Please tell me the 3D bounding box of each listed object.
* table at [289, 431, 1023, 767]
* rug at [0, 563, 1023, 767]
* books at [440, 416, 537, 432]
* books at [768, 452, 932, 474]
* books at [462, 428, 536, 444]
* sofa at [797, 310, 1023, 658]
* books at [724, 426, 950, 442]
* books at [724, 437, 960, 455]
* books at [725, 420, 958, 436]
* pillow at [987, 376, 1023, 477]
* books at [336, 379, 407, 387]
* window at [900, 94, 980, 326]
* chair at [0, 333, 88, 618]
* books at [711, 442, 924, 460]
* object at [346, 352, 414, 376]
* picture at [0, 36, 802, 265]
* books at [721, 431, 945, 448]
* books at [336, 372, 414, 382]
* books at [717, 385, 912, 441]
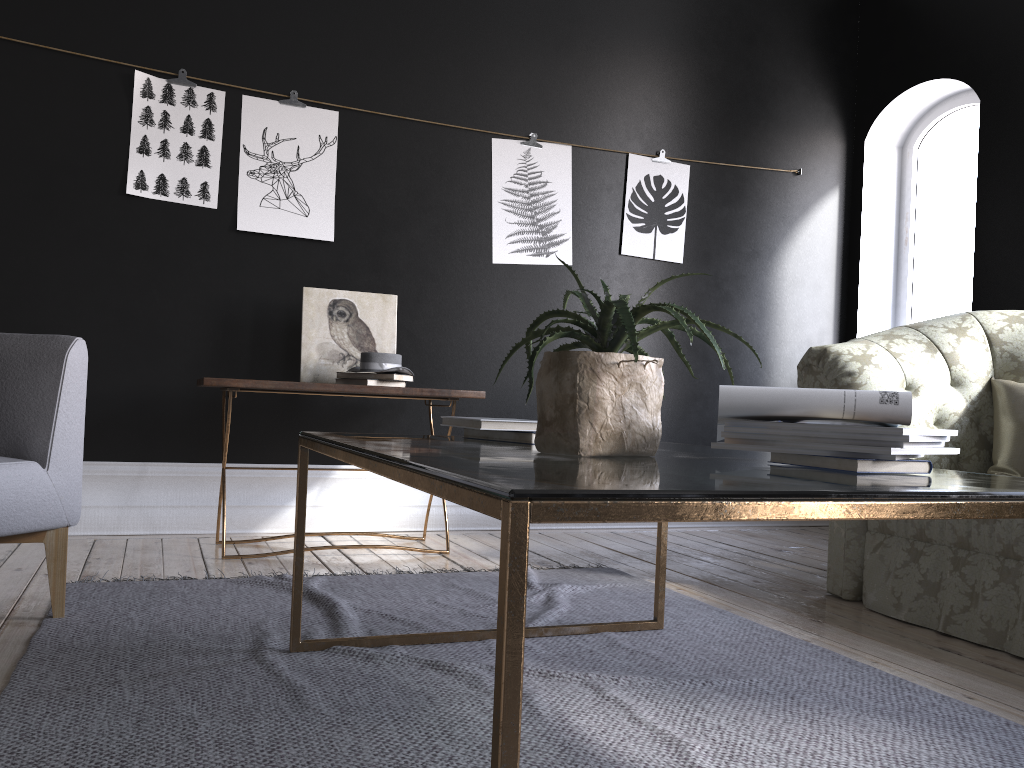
[{"bbox_3d":[0.221,0.421,1.793,1.093,0.558,1.449,3,-1,-22],"label":"table"},{"bbox_3d":[0.088,0.679,1.691,2.106,0.050,3.644,3,-2,-21],"label":"rug"},{"bbox_3d":[-0.028,0.100,2.217,0.220,0.024,0.307,3,-2,-22],"label":"books"},{"bbox_3d":[0.597,0.139,1.585,0.162,0.023,0.231,3,-2,-21],"label":"books"},{"bbox_3d":[0.033,0.130,2.238,0.193,0.030,0.289,4,-2,-38],"label":"books"},{"bbox_3d":[2.307,0.260,2.505,1.606,1.160,2.813,3,-1,-21],"label":"sofa"},{"bbox_3d":[0.587,0.090,1.603,0.318,0.011,0.253,1,-2,40],"label":"books"},{"bbox_3d":[0.593,0.111,1.608,0.253,0.011,0.318,4,-2,-40],"label":"books"},{"bbox_3d":[0.589,0.079,1.595,0.318,0.011,0.253,1,-2,45],"label":"books"},{"bbox_3d":[2.065,0.172,2.927,0.529,0.416,1.105,3,-1,-22],"label":"pillow"},{"bbox_3d":[-0.627,-0.003,3.916,0.203,0.029,0.268,4,-2,-42],"label":"books"},{"bbox_3d":[2.643,-0.951,5.234,0.112,1.456,0.740,3,-1,-22],"label":"window"},{"bbox_3d":[-1.705,0.206,2.284,0.770,0.862,0.819,2,-1,19],"label":"chair"},{"bbox_3d":[0.568,0.122,1.644,0.318,0.011,0.253,1,-2,35],"label":"books"},{"bbox_3d":[-0.573,-0.089,3.877,0.258,0.087,0.328,2,-2,34],"label":"object"},{"bbox_3d":[-0.324,-1.034,4.560,4.458,0.771,0.058,3,-1,-22],"label":"picture"},{"bbox_3d":[0.586,0.101,1.622,0.318,0.011,0.253,1,-2,40],"label":"books"},{"bbox_3d":[-0.602,-0.032,3.898,0.289,0.030,0.193,2,-2,19],"label":"books"},{"bbox_3d":[0.552,0.066,1.665,0.322,0.109,0.273,2,-1,13],"label":"books"}]
